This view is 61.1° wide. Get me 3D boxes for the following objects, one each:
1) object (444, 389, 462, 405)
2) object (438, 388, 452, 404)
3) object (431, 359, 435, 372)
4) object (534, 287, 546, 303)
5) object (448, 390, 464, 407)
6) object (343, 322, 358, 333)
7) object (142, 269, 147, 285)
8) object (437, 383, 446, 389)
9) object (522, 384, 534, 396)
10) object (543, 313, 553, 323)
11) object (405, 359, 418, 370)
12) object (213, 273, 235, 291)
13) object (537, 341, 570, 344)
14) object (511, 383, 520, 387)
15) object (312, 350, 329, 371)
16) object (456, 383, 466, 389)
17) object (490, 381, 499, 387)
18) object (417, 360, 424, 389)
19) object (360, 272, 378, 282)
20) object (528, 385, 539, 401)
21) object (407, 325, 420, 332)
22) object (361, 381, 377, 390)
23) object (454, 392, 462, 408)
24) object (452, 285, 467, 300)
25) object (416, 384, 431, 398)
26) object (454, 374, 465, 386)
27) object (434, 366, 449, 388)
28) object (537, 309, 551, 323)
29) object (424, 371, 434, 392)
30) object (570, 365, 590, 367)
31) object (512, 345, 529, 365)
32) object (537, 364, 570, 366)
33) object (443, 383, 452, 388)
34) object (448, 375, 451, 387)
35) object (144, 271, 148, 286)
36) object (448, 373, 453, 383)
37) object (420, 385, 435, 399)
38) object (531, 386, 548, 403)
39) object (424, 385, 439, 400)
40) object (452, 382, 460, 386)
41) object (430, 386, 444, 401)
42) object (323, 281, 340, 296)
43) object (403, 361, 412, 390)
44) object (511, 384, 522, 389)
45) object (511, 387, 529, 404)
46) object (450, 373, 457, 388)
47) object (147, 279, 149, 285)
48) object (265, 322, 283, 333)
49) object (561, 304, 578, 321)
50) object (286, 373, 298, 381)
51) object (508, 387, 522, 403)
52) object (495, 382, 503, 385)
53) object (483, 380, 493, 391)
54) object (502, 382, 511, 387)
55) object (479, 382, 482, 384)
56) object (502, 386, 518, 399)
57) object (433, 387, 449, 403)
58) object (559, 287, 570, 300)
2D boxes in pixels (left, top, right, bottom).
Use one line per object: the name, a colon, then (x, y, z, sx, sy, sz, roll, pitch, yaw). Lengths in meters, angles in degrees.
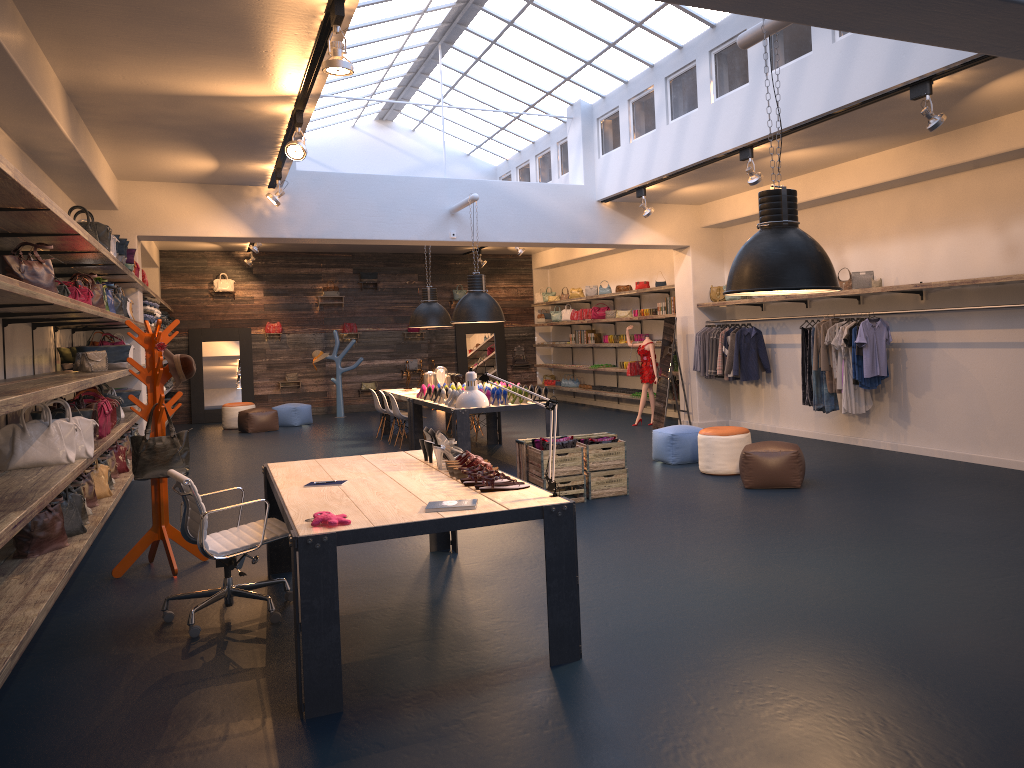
object: (-0.700, 0.153, 10.452, 0.218, 0.195, 0.222, -3, 2, -35)
object: (-0.812, 0.143, 10.715, 0.211, 0.195, 0.232, -2, 2, -13)
object: (-1.290, -0.173, 14.371, 0.128, 0.469, 0.151, -2, 0, 44)
object: (0.745, -2.108, 20.676, 0.427, 0.386, 0.192, -2, 0, -1)
object: (-0.641, 0.165, 10.192, 0.217, 0.195, 0.224, -3, 2, -30)
object: (-3.526, -1.228, 18.973, 0.346, 0.255, 0.127, -3, 1, -35)
object: (-4.750, -1.328, 10.866, 0.340, 0.245, 0.133, -3, 1, -26)
object: (-0.991, 0.079, 12.037, 0.214, 0.195, 0.227, -2, 2, -21)
object: (0.179, 0.102, 10.864, 0.214, 0.195, 0.227, -2, 2, -21)
object: (0.922, -1.541, 20.073, 0.400, 0.232, 0.185, -1, 1, 15)
object: (-2.255, -0.444, 19.566, 0.283, 0.230, 0.076, -2, 0, -9)
object: (-5.928, -2.093, 17.881, 0.461, 0.386, 0.177, -3, 1, -35)
object: (1.031, -0.956, 20.064, 0.512, 0.060, 1.427, -3, 3, -19)
object: (0.023, 0.082, 11.354, 0.216, 0.195, 0.225, -3, 2, -25)
object: (-3.960, -0.490, 18.005, 0.358, 0.441, 0.332, -2, 1, -25)
object: (-0.699, 0.078, 11.880, 0.214, 0.195, 0.227, -2, 2, -21)
object: (-0.273, 0.054, 12.067, 0.214, 0.195, 0.227, -2, 2, -21)
object: (-1.506, -0.161, 14.267, 0.132, 0.469, 0.147, -2, 0, 21)
object: (-3.156, -2.365, 19.181, 0.449, 0.232, 0.165, -3, 1, -30)
object: (0.250, 0.114, 10.607, 0.214, 0.195, 0.227, -2, 2, -21)
object: (-2.222, -1.288, 19.610, 0.265, 0.243, 0.203, -3, 1, -27)
object: (-3.124, 0.035, 19.100, 0.396, 0.174, 0.211, -4, 3, -45)
object: (-0.555, 0.176, 9.938, 0.212, 0.195, 0.230, -2, 2, -16)
object: (-1.209, -2.117, 20.086, 0.398, 0.367, 0.162, -3, 1, -35)
object: (-1.204, 0.092, 11.930, 0.217, 0.195, 0.225, -3, 2, -28)
object: (-0.758, -0.006, 12.625, 0.164, 0.285, 0.144, -2, 0, -23)
object: (-1.012, -0.051, 12.411, 0.218, 0.412, 0.185, -2, 0, -34)
object: (0.749, -1.613, 20.555, 0.334, 0.335, 0.174, -1, 0, 21)
object: (-1.186, -0.016, 12.606, 0.189, 0.336, 0.182, -2, 0, -4)
object: (1.462, -0.387, 18.599, 0.378, 0.029, 0.831, -3, 3, -20)
object: (0.191, -0.695, 20.737, 0.382, 0.461, 0.219, -2, 0, -24)
object: (1.016, -0.439, 19.904, 0.374, 0.024, 1.758, -3, 3, -19)
object: (-0.893, 0.089, 11.787, 0.217, 0.195, 0.224, -3, 2, -30)
object: (-0.975, -0.001, 12.612, 0.188, 0.290, 0.160, -2, 1, -34)
object: (-4.780, -1.331, 10.952, 0.338, 0.245, 0.133, -3, 1, -23)
object: (-0.913, -0.025, 13.078, 0.164, 0.285, 0.144, -2, 0, -23)
object: (-1.133, 0.102, 11.684, 0.215, 0.195, 0.234, -2, 2, -10)
object: (0.338, 0.124, 10.358, 0.214, 0.195, 0.227, -2, 2, -21)
object: (-1.056, 0.113, 11.434, 0.214, 0.195, 0.227, -2, 2, -21)
object: (-0.793, 0.068, 12.119, 0.212, 0.195, 0.230, -2, 2, -15)
object: (-0.950, 0.121, 11.214, 0.211, 0.195, 0.231, -2, 2, -14)
object: (-3.925, -2.066, 18.821, 0.367, 0.335, 0.158, -2, 0, -13)
object: (-1.709, -0.149, 14.173, 0.145, 0.469, 0.134, -2, 0, -11)
object: (0.047, 0.094, 11.100, 0.211, 0.195, 0.232, -2, 2, -13)
object: (0.097, 0.138, 10.251, 0.217, 0.195, 0.224, -3, 2, -29)
object: (-0.836, -0.016, 12.855, 0.164, 0.285, 0.144, -2, 0, -23)
object: (-4.808, -1.335, 11.046, 0.342, 0.245, 0.132, -3, 1, -29)
object: (-5.020, -1.189, 18.293, 0.352, 0.254, 0.132, -2, 0, -13)
object: (1.269, -1.578, 19.115, 0.395, 0.386, 0.207, -1, 1, 30)
object: (-4.672, -0.146, 18.411, 0.292, 0.175, 0.095, -4, 2, -44)
object: (0.032, 0.127, 10.501, 0.214, 0.195, 0.227, -2, 2, -21)
object: (-0.206, 0.064, 11.835, 0.214, 0.195, 0.227, -2, 2, -21)
object: (-0.358, 0.044, 12.306, 0.214, 0.195, 0.227, -2, 2, -21)
object: (-0.075, 0.072, 11.603, 0.211, 0.195, 0.231, -2, 2, -15)
object: (-0.501, 0.066, 11.975, 0.215, 0.195, 0.226, -3, 2, -24)
object: (-0.029, 0.116, 10.740, 0.216, 0.195, 0.225, -3, 2, -26)
object: (-0.886, 0.133, 10.961, 0.216, 0.195, 0.225, -3, 2, -26)
object: (1.175, -2.001, 19.235, 0.269, 0.300, 0.111, -1, 1, 39)
